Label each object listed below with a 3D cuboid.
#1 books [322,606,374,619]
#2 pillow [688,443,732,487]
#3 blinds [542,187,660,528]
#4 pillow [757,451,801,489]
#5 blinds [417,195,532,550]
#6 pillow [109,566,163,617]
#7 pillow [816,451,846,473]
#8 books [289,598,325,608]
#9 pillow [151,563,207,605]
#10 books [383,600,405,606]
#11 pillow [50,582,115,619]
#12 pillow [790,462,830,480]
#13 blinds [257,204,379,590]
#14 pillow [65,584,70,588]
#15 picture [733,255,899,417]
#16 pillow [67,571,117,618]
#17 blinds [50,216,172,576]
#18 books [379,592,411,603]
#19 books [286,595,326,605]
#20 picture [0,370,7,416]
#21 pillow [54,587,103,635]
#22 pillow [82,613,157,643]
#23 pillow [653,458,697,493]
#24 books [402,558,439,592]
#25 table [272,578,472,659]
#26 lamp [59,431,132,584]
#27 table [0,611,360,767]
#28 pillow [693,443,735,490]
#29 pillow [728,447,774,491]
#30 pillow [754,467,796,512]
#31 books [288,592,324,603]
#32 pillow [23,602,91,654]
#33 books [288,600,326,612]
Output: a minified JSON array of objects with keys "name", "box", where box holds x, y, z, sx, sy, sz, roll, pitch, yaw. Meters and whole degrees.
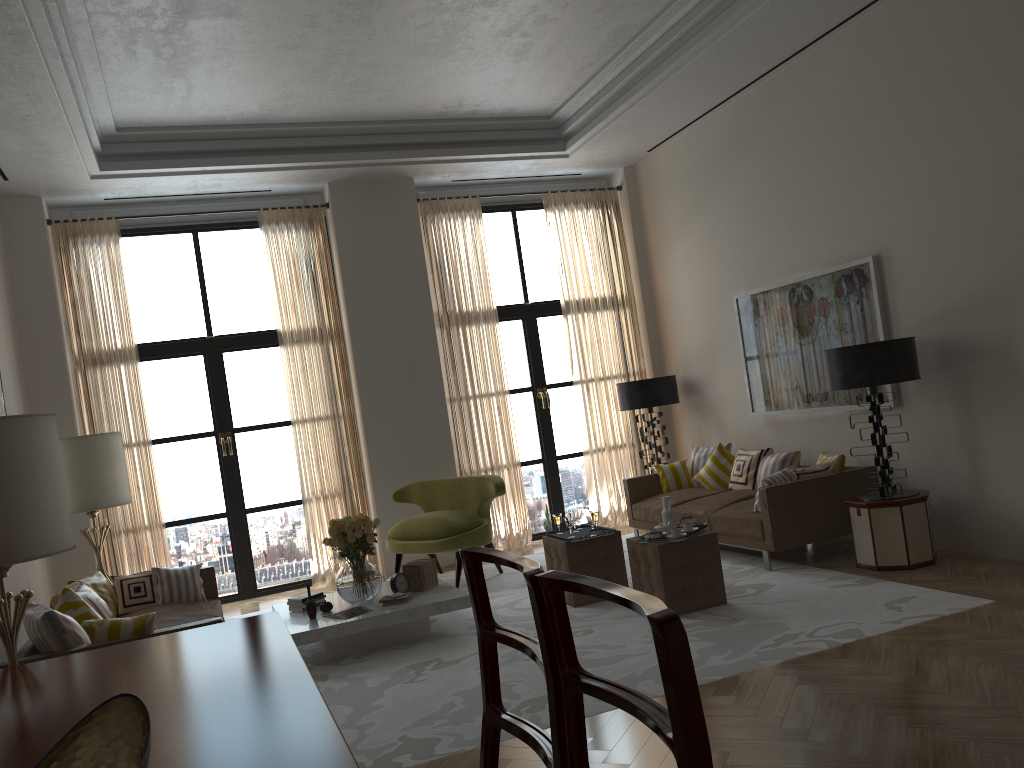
[{"name":"books","box":[-1.430,1.983,7.717,0.384,0.038,0.280,-10,-2,43]},{"name":"pillow","box":[2.472,1.056,11.145,0.355,0.576,0.625,-8,-1,-41]},{"name":"blinds","box":[1.328,-0.348,12.702,1.240,4.875,0.419,-8,0,-18]},{"name":"pillow","box":[2.943,1.044,9.881,0.370,0.566,0.660,-8,-1,-25]},{"name":"blinds","box":[-0.512,-0.095,12.034,0.958,4.875,0.419,-8,0,-18]},{"name":"pillow","box":[-3.430,1.931,8.145,0.464,0.412,0.304,-8,0,-22]},{"name":"pillow","box":[3.222,0.949,9.060,0.296,0.476,0.515,-8,-1,1]},{"name":"books","box":[-1.903,2.028,8.219,0.208,0.024,0.262,-9,-2,33]},{"name":"pillow","box":[-3.077,1.878,8.235,0.497,0.428,0.327,-8,-1,-32]},{"name":"books","box":[-1.051,1.939,7.935,0.197,0.024,0.256,-8,-1,-2]},{"name":"pillow","box":[-3.252,1.810,6.790,0.403,0.547,0.618,-8,-1,-17]},{"name":"pillow","box":[2.946,1.016,8.864,0.464,0.412,0.304,-8,0,-22]},{"name":"blinds","box":[-2.465,0.173,11.321,0.873,4.875,0.418,-8,0,-17]},{"name":"pillow","box":[-3.426,1.909,7.128,0.370,0.566,0.660,-8,-1,-25]},{"name":"picture","box":[3.203,-0.424,9.611,0.080,1.480,2.270,-8,-1,-22]},{"name":"pillow","box":[-3.715,1.936,7.949,0.296,0.476,0.515,-8,-1,1]},{"name":"blinds","box":[-4.692,0.484,10.511,0.779,4.887,0.420,-8,0,-18]},{"name":"books","box":[-1.045,1.914,7.939,0.255,0.026,0.202,-8,-1,5]},{"name":"books","box":[-1.909,2.004,8.232,0.230,0.024,0.280,-9,-2,35]},{"name":"picture","box":[-4.248,0.414,6.908,0.045,1.999,3.065,-8,-1,-19]},{"name":"pillow","box":[-3.043,1.728,6.263,0.768,0.617,0.355,-9,0,24]},{"name":"pillow","box":[-2.553,1.725,5.857,0.482,0.433,0.318,-8,0,-10]},{"name":"pillow","box":[2.062,1.179,11.152,0.482,0.433,0.318,-8,0,-10]},{"name":"books","box":[-0.865,1.803,8.370,0.211,0.264,0.281,-9,-1,30]},{"name":"table","box":[-1.325,2.170,8.195,1.581,0.343,1.502,-8,-1,-20]},{"name":"lamp","box":[-4.315,1.665,9.221,0.769,2.255,0.766,-8,0,33]},{"name":"table","box":[-1.387,1.711,2.700,1.798,1.027,3.806,-8,-1,-20]},{"name":"pillow","box":[2.531,1.022,10.745,0.768,0.617,0.355,-9,0,24]},{"name":"pillow","box":[2.750,1.016,10.219,0.403,0.547,0.618,-8,-1,-17]},{"name":"pillow","box":[2.593,1.062,8.774,0.497,0.428,0.327,-8,-1,-32]},{"name":"books","box":[-1.916,1.977,8.222,0.207,0.030,0.259,-9,-2,37]},{"name":"pillow","box":[-2.980,1.725,5.863,0.355,0.576,0.625,-8,-1,-41]},{"name":"books","box":[-1.899,2.058,8.231,0.208,0.035,0.280,-9,-2,37]}]
